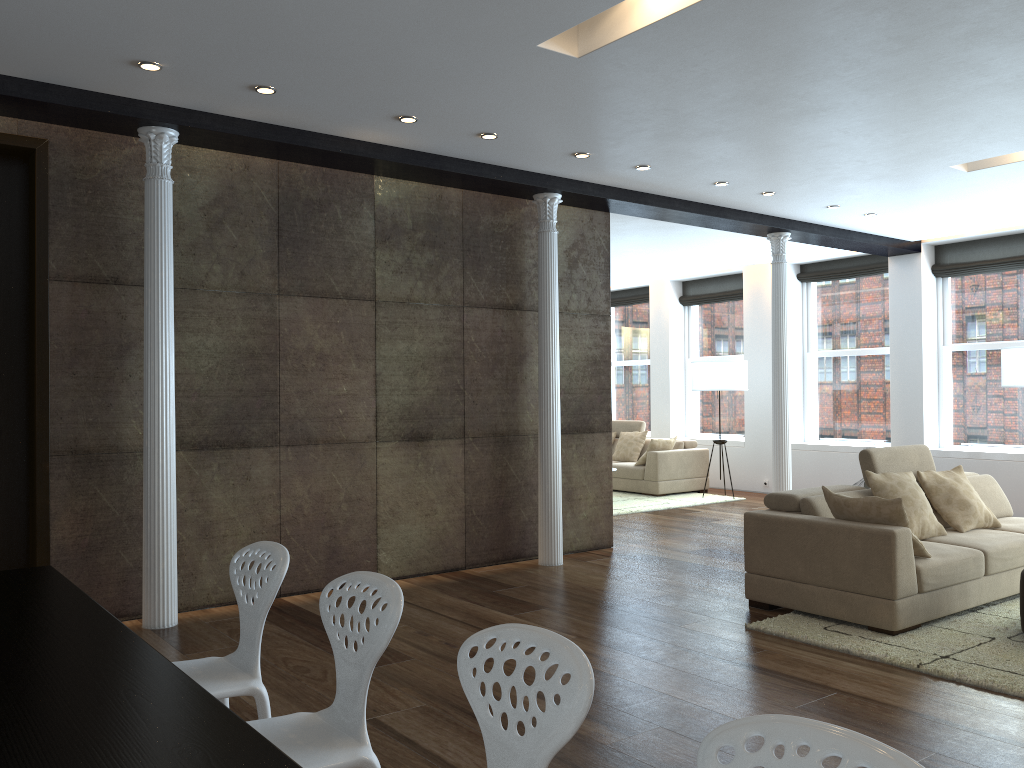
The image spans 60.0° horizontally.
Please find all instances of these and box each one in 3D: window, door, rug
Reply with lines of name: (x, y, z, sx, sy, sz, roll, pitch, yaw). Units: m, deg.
window: (2.999, -0.338, 12.715, 0.123, 2.400, 1.345, 0, -1, -37)
door: (-3.185, 0.012, 4.957, 1.000, 2.814, 0.510, 0, -1, -37)
window: (4.241, -0.370, 11.062, 0.123, 2.400, 1.391, 0, -1, -37)
rug: (3.903, 1.350, 5.089, 4.231, 0.020, 2.972, 0, -1, -37)
rug: (0.448, 1.463, 11.814, 2.972, 0.020, 4.231, 0, -1, -37)
window: (5.329, -0.397, 9.613, 0.123, 2.400, 1.432, 0, -1, -37)
window: (1.922, -0.311, 14.150, 0.123, 2.400, 1.444, 0, -1, -37)

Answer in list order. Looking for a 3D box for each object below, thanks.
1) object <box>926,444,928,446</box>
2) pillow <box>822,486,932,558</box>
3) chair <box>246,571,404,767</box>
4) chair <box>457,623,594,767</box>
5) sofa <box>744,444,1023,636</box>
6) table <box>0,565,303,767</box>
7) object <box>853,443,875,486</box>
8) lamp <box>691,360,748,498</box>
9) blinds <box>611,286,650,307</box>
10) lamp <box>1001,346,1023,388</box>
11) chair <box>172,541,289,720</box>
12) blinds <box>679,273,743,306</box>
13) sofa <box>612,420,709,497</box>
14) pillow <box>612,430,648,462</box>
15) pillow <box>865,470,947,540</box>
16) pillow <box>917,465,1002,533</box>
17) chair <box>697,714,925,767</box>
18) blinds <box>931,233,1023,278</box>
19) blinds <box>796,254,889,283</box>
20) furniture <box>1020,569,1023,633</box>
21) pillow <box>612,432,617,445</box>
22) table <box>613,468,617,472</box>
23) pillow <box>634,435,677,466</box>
object: (4.343, 1.019, 9.395, 0.458, 0.781, 0.458, 0, -1, -38)
pillow: (2.088, 0.793, 5.099, 0.395, 0.393, 0.518, 0, -1, -33)
chair: (-0.586, 0.943, 2.283, 0.581, 0.835, 0.495, 0, -1, -37)
chair: (-0.151, 0.932, 1.689, 0.581, 0.835, 0.495, 0, -1, -37)
sofa: (2.765, 0.904, 5.887, 2.581, 0.950, 1.021, 0, -1, -37)
table: (-1.109, 0.989, 1.457, 1.200, 0.733, 3.400, 0, -1, -37)
object: (3.890, 1.026, 9.637, 0.458, 0.781, 0.458, 0, -1, -38)
lamp: (2.617, 0.578, 11.160, 0.698, 1.728, 0.698, 0, -1, -13)
blinds: (1.864, -1.385, 14.124, 0.156, 0.275, 1.442, 0, -1, -37)
lamp: (4.892, 0.522, 8.131, 0.698, 1.728, 0.698, 0, -1, -13)
chair: (-1.020, 0.954, 2.828, 0.581, 0.835, 0.495, 0, -1, -37)
blinds: (2.940, -1.353, 12.691, 0.156, 0.393, 1.342, 0, -1, -37)
sofa: (1.467, 0.999, 12.565, 1.018, 0.950, 2.581, 0, -1, -37)
pillow: (1.628, 0.865, 12.370, 0.301, 0.439, 0.534, 0, -1, -40)
pillow: (2.553, 0.775, 5.747, 0.534, 0.439, 0.301, 0, -1, -33)
pillow: (3.060, 0.786, 6.111, 0.519, 0.416, 0.368, 0, -1, -32)
chair: (0.267, 0.921, 1.125, 0.581, 0.835, 0.495, 0, -1, -37)
blinds: (5.258, -1.411, 9.579, 0.183, 0.395, 1.431, 0, -1, -37)
blinds: (4.181, -1.444, 11.038, 0.156, 0.275, 1.396, 0, -1, -37)
furniture: (3.210, 1.162, 4.543, 1.057, 0.355, 1.057, 0, -1, -35)
pillow: (1.243, 0.885, 12.862, 0.368, 0.416, 0.519, 0, -1, -41)
table: (0.776, 1.243, 10.871, 1.022, 0.393, 1.022, -1, -1, 7)
pillow: (1.895, 0.876, 11.619, 0.518, 0.393, 0.395, 0, -1, -40)
